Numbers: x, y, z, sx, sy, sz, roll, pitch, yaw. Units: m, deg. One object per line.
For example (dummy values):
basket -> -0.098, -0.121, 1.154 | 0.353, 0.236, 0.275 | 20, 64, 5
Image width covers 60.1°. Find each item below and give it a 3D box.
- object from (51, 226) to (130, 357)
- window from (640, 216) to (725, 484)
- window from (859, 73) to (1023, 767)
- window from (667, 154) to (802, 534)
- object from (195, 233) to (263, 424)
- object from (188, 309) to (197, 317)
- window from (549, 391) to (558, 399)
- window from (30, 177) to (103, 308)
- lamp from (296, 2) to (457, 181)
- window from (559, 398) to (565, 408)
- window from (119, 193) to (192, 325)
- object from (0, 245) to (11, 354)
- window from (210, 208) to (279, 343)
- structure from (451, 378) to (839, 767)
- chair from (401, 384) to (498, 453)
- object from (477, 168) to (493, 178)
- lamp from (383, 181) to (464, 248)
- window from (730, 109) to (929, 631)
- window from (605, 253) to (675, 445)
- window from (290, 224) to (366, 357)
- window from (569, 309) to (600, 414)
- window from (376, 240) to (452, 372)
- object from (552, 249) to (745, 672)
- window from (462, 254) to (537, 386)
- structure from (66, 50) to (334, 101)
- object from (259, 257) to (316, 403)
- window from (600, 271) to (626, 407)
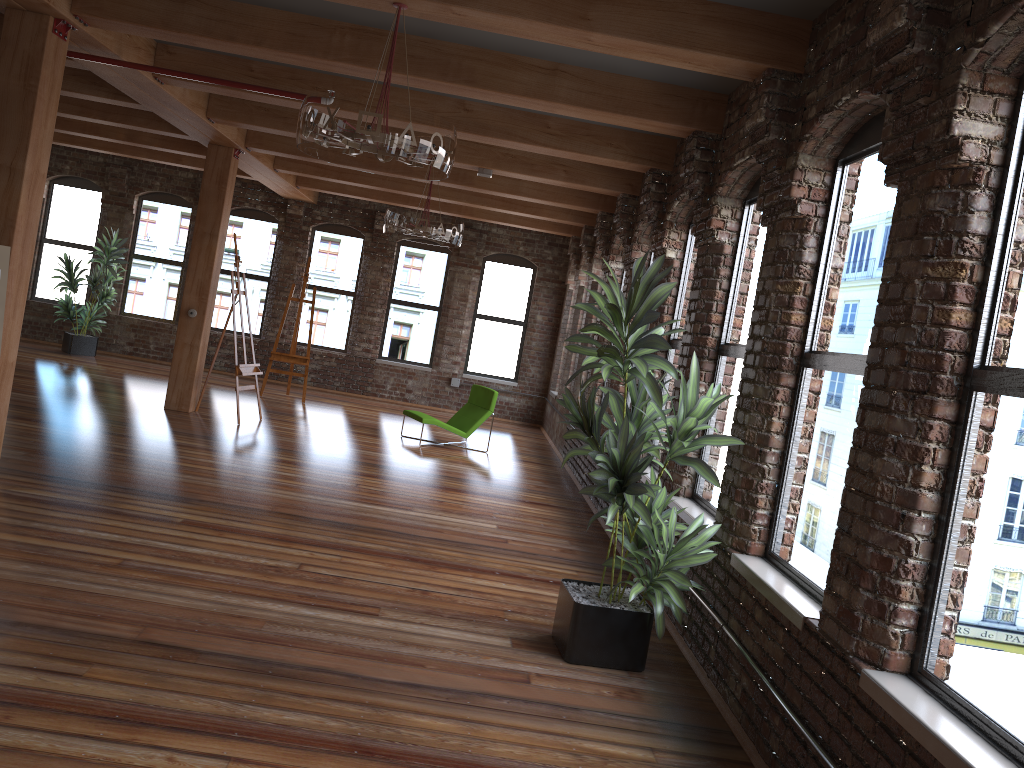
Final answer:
object -> -6.813, -1.527, 14.219 | 1.077, 2.102, 0.970 | 9, 2, -25
window -> 1.278, -0.348, 6.853 | 0.232, 2.213, 0.970 | 10, 1, -3
window -> 1.479, -0.034, 2.458 | 0.235, 2.213, 0.970 | 10, 1, -3
window -> 1.346, -0.243, 5.387 | 0.235, 2.213, 0.970 | 10, 1, -3
object -> -3.191, -0.671, 10.330 | 0.685, 2.139, 0.662 | 10, 1, 7
object -> -3.653, -0.808, 10.114 | 0.095, 0.095, 0.061 | 10, 2, -3
window -> 0.946, -0.871, 14.204 | 0.232, 2.213, 0.970 | 10, 1, -3
window -> -7.462, -2.408, 14.961 | 0.968, 2.168, 0.086 | 10, 1, -3
lamp -> -0.638, -1.533, 4.523 | 0.813, 0.814, 0.807 | 12, 3, 39
window -> 1.013, -0.765, 12.712 | 0.231, 2.213, 0.970 | 10, 1, -3
window -> -5.994, -2.156, 15.034 | 0.968, 2.168, 0.086 | 10, 1, -3
object -> -3.287, -0.350, 5.001 | 0.699, 2.139, 0.688 | 9, 2, -43
window -> -4.549, -1.876, 15.039 | 0.968, 2.226, 0.221 | 10, 1, -3
structure -> 0.840, 0.790, 8.530 | 1.631, 0.313, 13.746 | 9, 4, -10
chair -> -0.802, 0.374, 11.181 | 0.953, 0.795, 0.683 | 9, 2, -28
object -> -0.270, -2.132, 8.921 | 0.145, 0.072, 0.148 | 10, 3, -3
lamp -> -0.835, -1.843, 8.865 | 0.813, 0.814, 0.807 | 11, 3, 33
window -> 1.413, -0.139, 3.922 | 0.235, 2.213, 0.970 | 10, 1, -3
window -> 1.214, -0.452, 8.318 | 0.236, 2.213, 0.970 | 10, 1, -3
window -> -3.107, -1.629, 15.110 | 0.968, 2.226, 0.221 | 10, 1, -3
window -> 1.080, -0.661, 11.246 | 0.233, 2.213, 0.970 | 10, 1, -3
window -> -1.658, -1.385, 15.183 | 0.968, 2.217, 0.219 | 10, 1, -3
object -> 0.670, 0.383, 4.641 | 0.968, 2.102, 1.080 | 10, 2, 10
window -> -0.195, -1.135, 15.256 | 0.968, 2.217, 0.219 | 10, 1, -3
structure -> -4.690, -2.716, 6.480 | 6.805, 0.112, 0.051 | 10, 1, -3
object -> -3.202, -0.854, 13.185 | 0.661, 2.139, 0.686 | 10, 1, -8
window -> 1.145, -0.557, 9.784 | 0.230, 2.213, 0.970 | 10, 1, -3
